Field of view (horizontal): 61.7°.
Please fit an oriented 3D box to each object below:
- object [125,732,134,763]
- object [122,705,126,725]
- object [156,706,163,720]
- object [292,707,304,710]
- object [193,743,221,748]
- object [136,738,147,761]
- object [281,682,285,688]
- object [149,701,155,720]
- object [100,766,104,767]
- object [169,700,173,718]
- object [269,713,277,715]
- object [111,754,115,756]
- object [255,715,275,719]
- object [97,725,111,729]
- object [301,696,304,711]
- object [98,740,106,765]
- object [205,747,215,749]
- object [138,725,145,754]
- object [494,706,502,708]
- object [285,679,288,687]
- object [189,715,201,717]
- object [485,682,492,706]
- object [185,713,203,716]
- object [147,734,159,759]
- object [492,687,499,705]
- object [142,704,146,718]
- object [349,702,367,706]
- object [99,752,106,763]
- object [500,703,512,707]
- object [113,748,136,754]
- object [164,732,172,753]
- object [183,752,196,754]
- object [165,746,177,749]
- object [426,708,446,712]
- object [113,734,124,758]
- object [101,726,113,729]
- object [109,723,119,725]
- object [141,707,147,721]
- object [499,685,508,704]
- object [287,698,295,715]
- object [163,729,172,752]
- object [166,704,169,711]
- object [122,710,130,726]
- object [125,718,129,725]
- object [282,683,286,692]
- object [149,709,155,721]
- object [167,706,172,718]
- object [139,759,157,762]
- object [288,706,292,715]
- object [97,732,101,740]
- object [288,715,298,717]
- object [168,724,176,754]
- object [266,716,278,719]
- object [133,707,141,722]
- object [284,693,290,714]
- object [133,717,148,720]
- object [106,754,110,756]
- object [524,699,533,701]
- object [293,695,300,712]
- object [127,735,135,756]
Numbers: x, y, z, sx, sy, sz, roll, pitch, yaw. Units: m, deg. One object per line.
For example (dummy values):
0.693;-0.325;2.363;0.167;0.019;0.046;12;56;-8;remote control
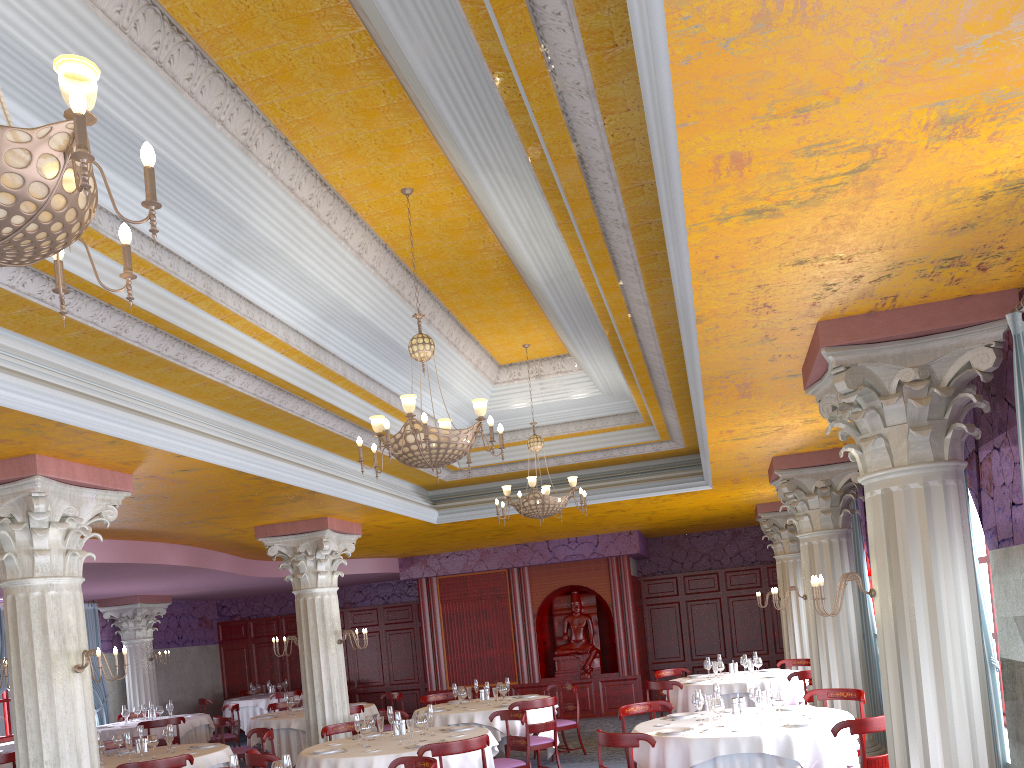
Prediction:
-4.166;3.947;9.307;0.073;0.331;0.075;-4;-2;-41;object
-6.736;5.752;14.891;0.074;0.331;0.074;-6;-1;4;object
-6.055;5.677;14.729;0.124;0.261;0.122;-7;-4;27;object
-3.615;5.488;14.473;0.315;0.024;0.322;-9;-16;13;object
-3.592;4.261;10.078;0.315;0.024;0.322;-9;-16;13;object
-4.056;4.005;9.380;0.087;0.234;0.085;-7;-3;38;object
-5.241;6.985;19.702;0.121;0.261;0.125;-3;-4;-40;object
-6.457;5.856;15.358;0.074;0.331;0.074;-6;-1;4;object
-4.392;4.056;9.039;0.158;0.009;0.165;-1;-16;-16;object
-5.993;5.732;15.078;0.074;0.331;0.074;-6;-1;4;object
-3.896;5.383;13.972;0.162;0.009;0.161;-15;-18;32;object
-4.768;4.424;10.217;0.022;0.003;0.263;4;-18;-31;object
-3.870;5.219;13.420;0.315;0.024;0.322;-9;-16;13;object
-7.002;5.847;14.584;0.320;0.024;0.317;-15;-18;32;object
-3.426;5.266;14.120;0.085;0.234;0.087;-5;-2;-7;object
-4.509;4.034;9.373;0.124;0.261;0.122;-7;-4;27;object
-3.515;4.212;9.910;0.232;0.013;0.028;4;-16;-31;object
-4.351;4.173;10.054;0.073;0.331;0.075;-4;-2;-41;object
-0.182;4.318;11.444;0.027;0.013;0.241;2;-17;-30;object
-5.127;6.879;19.488;0.074;0.331;0.074;-6;-1;4;object
-5.622;5.895;15.214;0.232;0.013;0.028;4;-16;-31;object
-0.334;4.272;11.803;0.073;0.331;0.075;-4;-2;-41;object
-5.698;5.943;15.382;0.315;0.024;0.322;-9;-16;13;object
-3.949;3.994;9.426;0.124;0.261;0.122;-7;-4;27;object
-0.223;4.330;11.876;0.087;0.234;0.085;-7;-3;38;object
-6.272;5.629;14.611;0.074;0.331;0.074;-6;-1;4;object
-2.566;5.316;14.218;0.315;0.024;0.322;-9;-16;13;object
-4.552;4.081;9.481;0.085;0.234;0.087;-5;-2;-7;object
-0.015;4.317;11.521;0.315;0.024;0.322;-9;-16;13;object
-4.640;4.433;10.334;0.315;0.024;0.322;-9;-16;13;object
-3.955;4.135;9.880;0.085;0.234;0.087;-5;-2;-7;object
-3.602;4.128;9.571;0.162;0.009;0.161;-15;-18;32;object
-4.131;4.400;10.365;0.158;0.009;0.165;-4;-16;-7;object
-1.063;4.489;11.776;0.315;0.024;0.322;-9;-16;13;object
-4.561;4.196;9.935;0.124;0.261;0.122;-7;-4;27;object
-6.864;5.791;14.423;0.256;0.019;0.057;2;-16;-27;object
-7.028;6.011;15.136;0.160;0.009;0.163;-9;-16;13;object
-6.558;5.894;15.284;0.085;0.234;0.087;-5;-2;-7;object
-0.117;4.319;11.921;0.122;0.261;0.124;-6;-3;4;object
-3.484;5.089;13.512;0.124;0.261;0.122;-7;-4;27;object
-4.001;4.156;9.988;0.124;0.261;0.122;-7;-4;27;object
-6.107;5.839;15.291;0.122;0.261;0.124;-6;-3;4;object
-6.615;5.716;14.676;0.122;0.261;0.124;-6;-3;4;object
-6.659;5.764;14.785;0.085;0.234;0.087;-5;-2;-7;object
-5.195;6.964;19.594;0.085;0.234;0.087;-5;-2;-7;object
-6.162;5.688;14.684;0.086;0.234;0.086;-6;-3;16;object
-6.061;5.817;15.183;0.087;0.234;0.085;-7;-3;38;object
-3.847;3.991;9.025;0.315;0.024;0.322;-9;-16;13;object
-3.527;5.136;13.620;0.085;0.234;0.087;-5;-2;-7;object
-4.630;4.070;9.588;0.073;0.331;0.075;-4;-2;-41;object
-3.367;5.111;13.178;0.158;0.009;0.165;-1;-16;-16;object
-3.886;4.050;9.774;0.073;0.331;0.075;-4;-2;-41;object
-3.732;5.163;13.258;0.256;0.019;0.057;2;-16;-27;object
-6.667;5.878;15.239;0.121;0.261;0.125;-3;-4;-40;object
-3.605;5.125;13.727;0.073;0.331;0.075;-4;-2;-41;object
-6.746;6.116;15.637;0.312;0.024;0.325;-4;-16;-7;object
-4.800;4.412;10.196;0.054;0.019;0.267;1;-17;-26;object
0.231;4.453;12.067;0.160;0.009;0.163;-9;-16;13;object
-3.535;5.251;14.075;0.124;0.261;0.122;-7;-4;27;object
-4.452;4.211;9.980;0.085;0.234;0.087;-4;-3;-29;object
